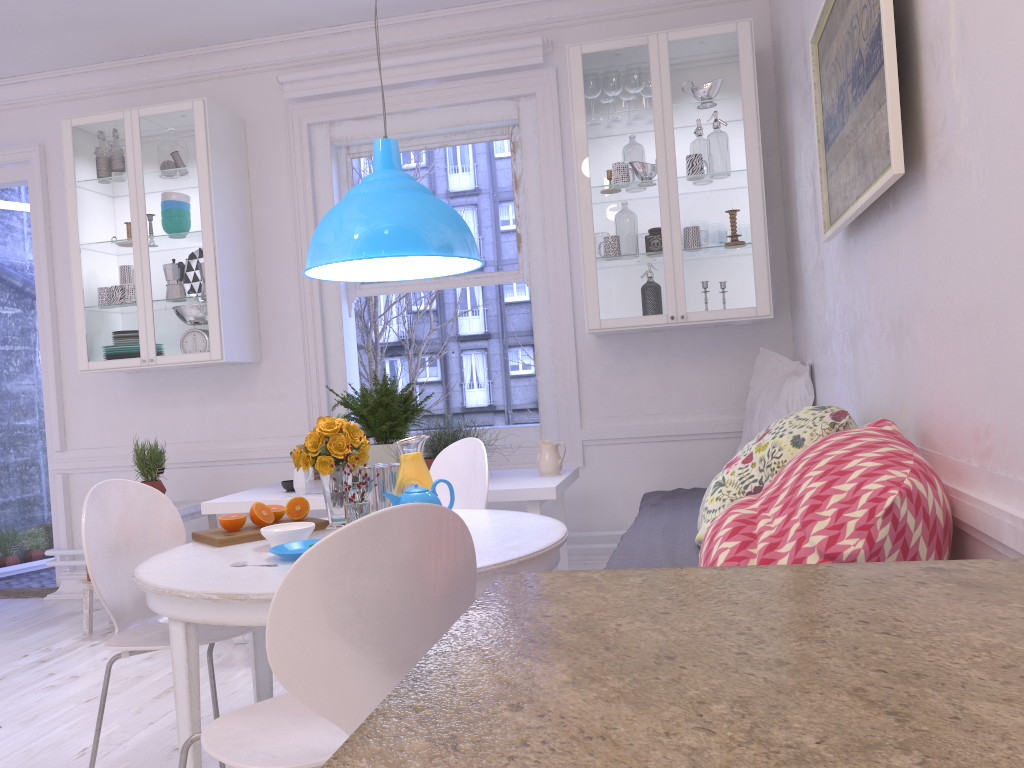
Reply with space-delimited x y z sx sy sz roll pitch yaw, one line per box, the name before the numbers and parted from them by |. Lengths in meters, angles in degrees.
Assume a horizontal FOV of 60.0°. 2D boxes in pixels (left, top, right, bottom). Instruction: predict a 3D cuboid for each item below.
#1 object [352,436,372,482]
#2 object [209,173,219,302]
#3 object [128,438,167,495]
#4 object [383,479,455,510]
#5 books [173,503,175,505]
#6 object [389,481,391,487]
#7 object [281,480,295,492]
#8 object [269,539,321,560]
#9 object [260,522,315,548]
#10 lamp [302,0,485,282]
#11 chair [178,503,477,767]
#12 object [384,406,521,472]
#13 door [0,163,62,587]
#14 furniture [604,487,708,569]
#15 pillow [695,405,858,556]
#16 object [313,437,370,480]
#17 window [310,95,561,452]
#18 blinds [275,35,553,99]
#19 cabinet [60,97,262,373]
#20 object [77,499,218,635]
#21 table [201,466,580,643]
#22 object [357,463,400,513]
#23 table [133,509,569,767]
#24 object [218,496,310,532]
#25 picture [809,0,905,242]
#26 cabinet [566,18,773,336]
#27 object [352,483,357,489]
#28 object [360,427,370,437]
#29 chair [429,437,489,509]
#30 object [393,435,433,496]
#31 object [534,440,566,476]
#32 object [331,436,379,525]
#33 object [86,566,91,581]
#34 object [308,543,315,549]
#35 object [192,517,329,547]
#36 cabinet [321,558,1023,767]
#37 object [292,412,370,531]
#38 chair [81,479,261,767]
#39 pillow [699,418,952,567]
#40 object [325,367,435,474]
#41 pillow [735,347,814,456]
object | -0.709 0.354 4.230 0.159 0.208 0.185 -4 0 11
object | -1.831 -0.740 4.659 0.811 0.651 0.376 -4 0 11
object | -1.789 0.415 4.394 0.186 0.367 0.196 -4 0 -34
object | -0.250 0.343 2.424 0.156 0.151 0.150 -4 0 15
books | -1.825 0.605 4.415 0.246 0.007 0.180 -4 0 41
object | -0.534 0.409 3.690 0.069 0.058 0.080 -4 0 -16
object | -0.980 0.453 3.927 0.079 0.048 0.082 -4 0 -29
object | -0.522 0.426 2.274 0.196 0.023 0.196 -4 0 -1
object | -0.616 0.418 2.446 0.147 0.052 0.147 -4 0 -36
lamp | -0.437 -1.327 2.783 0.568 1.948 0.568 -4 0 -45
chair | -0.317 0.634 1.656 0.604 0.845 0.483 -4 0 -44
object | -0.264 0.261 3.923 0.668 0.367 0.531 -4 0 36
door | -3.004 -0.007 5.670 1.009 2.474 1.021 -4 0 11
furniture | 0.643 0.732 2.506 0.769 0.508 3.296 -4 0 11
pillow | 0.766 0.289 2.507 0.509 0.447 0.592 -4 0 16
object | -0.841 0.349 4.365 0.294 0.237 0.028 -4 0 11
window | -0.396 -0.536 4.698 1.234 1.782 0.181 -4 0 11
blinds | -0.519 -1.598 4.514 1.451 0.131 0.136 -4 0 11
cabinet | -1.835 -0.739 4.638 0.823 1.311 0.425 -4 0 11
object | -1.758 0.883 4.373 0.418 0.534 0.599 -4 0 11
table | -0.477 0.752 3.947 1.514 0.619 0.736 -4 0 11
object | -0.385 0.335 2.647 0.101 0.186 0.122 -4 0 41
table | -0.394 0.744 2.419 1.140 0.629 1.140 -4 0 40
object | -0.765 0.394 2.707 0.285 0.075 0.129 -4 0 -43
picture | 0.849 -0.742 2.251 0.020 0.629 0.971 -4 0 11
cabinet | 0.727 -0.918 4.122 0.823 1.311 0.425 -4 0 11
object | -0.734 0.432 3.845 0.121 0.055 0.121 -4 0 -38
object | -0.720 0.228 4.241 0.163 0.047 0.164 -4 0 -29
chair | -0.316 0.630 3.112 0.483 0.845 0.604 -4 0 -33
object | -0.289 0.288 2.601 0.094 0.267 0.116 -4 0 38
object | 0.167 0.320 3.869 0.127 0.152 0.115 -4 0 -6
object | -0.423 0.287 2.430 0.128 0.287 0.128 -4 0 13
object | -1.786 0.845 4.167 0.358 0.110 0.211 -4 0 14
object | -0.443 0.406 2.128 0.088 0.043 0.088 -4 0 19
object | -0.758 0.442 2.681 0.347 0.024 0.224 -4 0 -39
cabinet | 0.236 0.598 0.333 0.654 0.842 1.036 -4 0 11
object | -0.537 0.263 2.684 0.234 0.351 0.235 -4 0 -24
chair | -0.858 0.670 2.413 0.483 0.845 0.604 -4 0 11
pillow | 0.629 0.304 1.837 0.491 0.424 0.587 -4 0 14
object | -0.601 0.185 4.087 0.438 0.527 0.368 -4 0 11
pillow | 1.148 0.154 3.888 0.374 0.642 0.677 -4 0 -18
